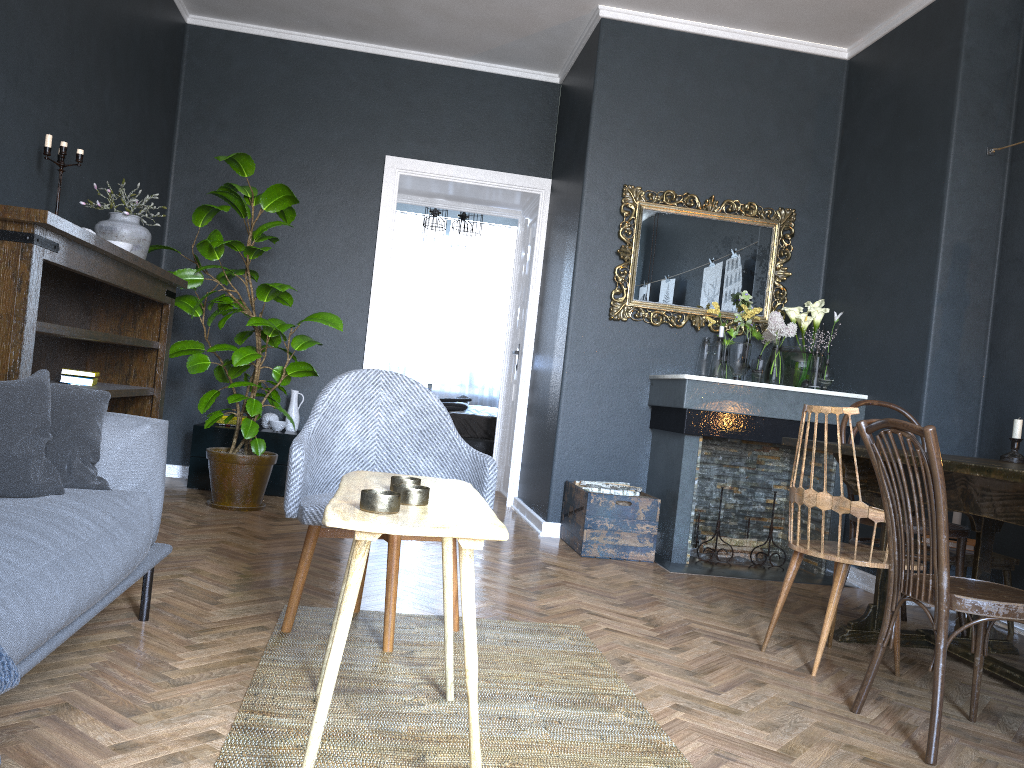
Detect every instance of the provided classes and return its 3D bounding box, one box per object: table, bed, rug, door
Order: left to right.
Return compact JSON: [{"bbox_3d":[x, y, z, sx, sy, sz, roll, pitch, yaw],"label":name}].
[{"bbox_3d":[-0.234,0.502,1.850,0.339,0.550,0.787,6,0,-8],"label":"table"},{"bbox_3d":[-0.114,0.792,2.010,1.004,0.013,2.010,6,-1,-8],"label":"rug"},{"bbox_3d":[0.118,-0.230,6.626,0.162,2.187,0.856,6,0,-8],"label":"door"},{"bbox_3d":[0.240,0.329,8.947,2.375,1.162,2.265,6,0,-8],"label":"bed"},{"bbox_3d":[1.935,0.878,3.888,0.364,0.318,0.369,6,0,-8],"label":"table"},{"bbox_3d":[1.677,0.629,2.733,1.126,0.727,1.604,6,-1,-8],"label":"table"}]

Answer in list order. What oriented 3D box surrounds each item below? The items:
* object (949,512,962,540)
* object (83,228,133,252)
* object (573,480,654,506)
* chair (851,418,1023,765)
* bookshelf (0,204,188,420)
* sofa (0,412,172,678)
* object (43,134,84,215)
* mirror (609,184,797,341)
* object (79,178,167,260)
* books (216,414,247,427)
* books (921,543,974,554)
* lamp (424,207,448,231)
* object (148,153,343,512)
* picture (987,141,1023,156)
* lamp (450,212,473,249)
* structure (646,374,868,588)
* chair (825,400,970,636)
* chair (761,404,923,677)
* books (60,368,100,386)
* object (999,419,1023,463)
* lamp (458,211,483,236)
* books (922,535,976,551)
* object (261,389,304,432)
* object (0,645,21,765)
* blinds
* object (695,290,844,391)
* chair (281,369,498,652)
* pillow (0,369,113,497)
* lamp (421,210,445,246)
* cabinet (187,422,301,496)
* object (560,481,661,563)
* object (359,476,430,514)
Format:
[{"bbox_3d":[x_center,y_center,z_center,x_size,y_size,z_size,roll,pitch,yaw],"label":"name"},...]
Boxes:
[{"bbox_3d":[1.953,0.595,3.893,0.074,0.173,0.074,6,0,37],"label":"object"},{"bbox_3d":[-1.735,-0.593,3.746,0.255,0.104,0.118,7,-1,-43],"label":"object"},{"bbox_3d":[0.525,0.651,4.747,0.370,0.247,0.533,6,-1,-8],"label":"object"},{"bbox_3d":[1.151,0.520,2.310,0.467,0.820,0.363,6,0,-9],"label":"chair"},{"bbox_3d":[-1.801,0.039,3.551,0.451,1.172,1.918,6,0,-8],"label":"bookshelf"},{"bbox_3d":[-1.273,0.258,1.482,0.970,0.798,2.339,6,-1,-9],"label":"sofa"},{"bbox_3d":[-1.840,-0.774,3.570,0.145,0.437,0.130,6,0,28],"label":"object"},{"bbox_3d":[1.105,-0.693,5.095,1.057,0.784,0.067,6,0,-8],"label":"mirror"},{"bbox_3d":[-1.786,-0.749,4.075,0.386,0.412,0.275,6,0,-30],"label":"object"},{"bbox_3d":[-1.764,0.231,5.600,0.215,0.066,0.162,6,-1,-13],"label":"books"},{"bbox_3d":[1.954,0.714,3.904,0.219,0.013,0.273,6,-1,38],"label":"books"},{"bbox_3d":[-0.708,-1.859,8.574,0.210,0.714,0.210,6,0,5],"label":"lamp"},{"bbox_3d":[-1.521,-0.274,4.863,1.119,1.899,0.763,6,0,-14],"label":"object"},{"bbox_3d":[2.523,-0.719,1.963,0.058,0.771,4.456,6,-1,-8],"label":"picture"},{"bbox_3d":[-0.503,-1.806,9.310,0.210,0.747,0.210,6,0,5],"label":"lamp"},{"bbox_3d":[1.278,0.491,4.772,1.066,0.981,0.834,6,0,-8],"label":"structure"},{"bbox_3d":[1.566,0.529,3.565,0.438,0.920,0.549,6,0,-6],"label":"chair"},{"bbox_3d":[1.112,0.510,2.965,0.384,0.856,0.455,6,0,-23],"label":"chair"},{"bbox_3d":[-1.881,-0.003,3.899,0.174,0.113,0.197,6,0,-19],"label":"books"},{"bbox_3d":[2.013,0.099,3.322,0.223,0.419,0.368,6,0,-7],"label":"object"},{"bbox_3d":[-0.358,-1.791,8.334,0.210,0.769,0.210,6,0,5],"label":"lamp"},{"bbox_3d":[1.938,0.694,3.903,0.207,0.025,0.262,6,-1,35],"label":"books"},{"bbox_3d":[-1.486,0.160,5.639,0.228,0.268,0.229,6,0,25],"label":"object"},{"bbox_3d":[-0.891,0.317,0.956,0.490,0.329,0.666,6,0,-3],"label":"object"},{"bbox_3d":[-0.847,-0.594,10.659,3.993,2.789,0.312,6,0,-8],"label":"blinds"},{"bbox_3d":[1.448,-0.256,4.944,0.727,0.547,0.474,6,0,-5],"label":"object"},{"bbox_3d":[-0.410,0.359,2.763,0.645,0.811,0.494,6,0,-30],"label":"chair"},{"bbox_3d":[-1.291,0.084,2.105,0.442,0.362,0.798,6,-1,10],"label":"pillow"},{"bbox_3d":[-0.767,-1.810,8.960,0.210,0.804,0.210,6,0,5],"label":"lamp"},{"bbox_3d":[-1.644,0.473,5.589,0.650,0.390,0.456,6,0,-8],"label":"cabinet"},{"bbox_3d":[0.512,0.726,4.746,0.383,0.326,0.552,6,0,-8],"label":"object"},{"bbox_3d":[-0.210,0.211,1.712,0.103,0.033,0.369,6,-1,2],"label":"object"}]
